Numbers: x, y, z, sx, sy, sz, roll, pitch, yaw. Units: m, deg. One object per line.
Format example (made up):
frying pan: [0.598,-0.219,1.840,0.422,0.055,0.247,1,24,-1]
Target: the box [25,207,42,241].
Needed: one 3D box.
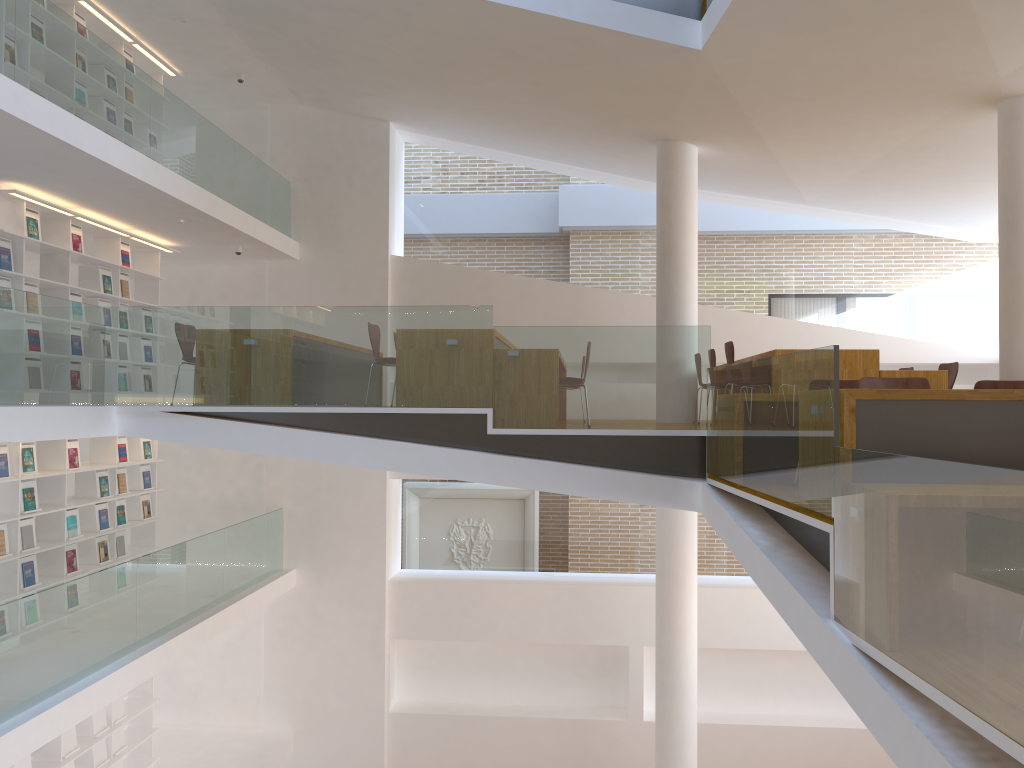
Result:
box: [-4.340,-1.404,7.858,0.274,0.296,0.245,0,-1,5]

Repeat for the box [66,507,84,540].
box: [-4.300,1.329,8.495,0.274,0.296,0.245,0,-1,5]

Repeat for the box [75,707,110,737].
box: [-4.268,3.378,8.985,0.274,0.296,0.245,0,-1,5]

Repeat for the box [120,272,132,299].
box: [-4.214,-1.039,9.445,0.274,0.296,0.245,0,-1,5]

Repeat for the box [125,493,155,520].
box: [-4.184,1.361,9.928,0.274,0.296,0.245,0,-1,5]

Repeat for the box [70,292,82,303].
box: [-4.288,-0.731,8.541,0.274,0.296,0.245,0,-1,5]

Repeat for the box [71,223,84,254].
box: [-4.284,-1.390,8.534,0.274,0.296,0.245,0,-1,5]

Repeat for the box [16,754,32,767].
box: [-4.367,3.349,7.752,0.274,0.296,0.245,0,-1,5]

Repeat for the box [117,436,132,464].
box: [-4.224,0.693,9.406,0.274,0.296,0.245,0,-1,5]

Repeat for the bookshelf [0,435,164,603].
bookshelf: [-4.213,1.349,8.713,0.498,1.836,2.984,0,-1,5]

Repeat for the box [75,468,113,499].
box: [-4.255,1.013,9.038,0.274,0.296,0.245,0,-1,5]

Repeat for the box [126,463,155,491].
box: [-4.184,1.032,9.922,0.274,0.296,0.245,0,-1,5]

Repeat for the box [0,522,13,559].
box: [-4.385,1.304,7.424,0.274,0.296,0.245,0,-1,5]

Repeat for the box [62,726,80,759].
box: [-4.311,3.365,8.449,0.274,0.296,0.245,0,-1,5]

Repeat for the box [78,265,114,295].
box: [-4.243,-1.047,9.085,0.274,0.296,0.245,0,-1,5]

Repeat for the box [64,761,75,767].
box: [-4.314,3.694,8.427,0.274,0.296,0.245,0,-1,5]

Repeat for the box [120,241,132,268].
box: [-4.212,-1.367,9.453,0.274,0.296,0.245,0,-1,5]

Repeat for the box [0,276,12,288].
box: [-4.374,-0.756,7.471,0.274,0.296,0.245,0,-1,5]

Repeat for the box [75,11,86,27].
box: [-4.272,-3.436,8.580,0.274,0.296,0.245,0,-1,5]

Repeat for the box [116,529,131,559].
box: [-4.229,1.678,9.393,0.274,0.296,0.245,0,-1,5]

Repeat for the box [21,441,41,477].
box: [-4.352,0.657,7.812,0.274,0.296,0.245,0,-1,5]

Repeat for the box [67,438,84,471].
box: [-4.295,0.671,8.487,0.274,0.296,0.245,0,-1,5]

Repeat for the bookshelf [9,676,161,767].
bookshelf: [-4.224,3.385,8.668,0.498,1.836,2.984,0,-1,5]

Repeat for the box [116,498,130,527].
box: [-4.228,1.349,9.381,0.274,0.296,0.245,0,-1,5]

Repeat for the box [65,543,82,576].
box: [-4.302,1.657,8.473,0.274,0.296,0.245,0,-1,5]

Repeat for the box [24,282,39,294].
box: [-4.344,-0.747,7.845,0.274,0.296,0.245,0,-1,5]

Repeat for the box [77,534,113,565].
box: [-4.257,1.670,9.037,0.274,0.296,0.245,0,-1,5]

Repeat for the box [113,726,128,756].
box: [-4.240,3.715,9.347,0.274,0.296,0.245,0,-1,5]

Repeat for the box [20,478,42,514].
box: [-4.352,0.980,7.829,0.274,0.296,0.245,0,-1,5]

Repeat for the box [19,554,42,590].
box: [-4.354,1.642,7.830,0.274,0.296,0.245,0,-1,5]

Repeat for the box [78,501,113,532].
box: [-4.257,1.341,9.031,0.274,0.296,0.245,0,-1,5]

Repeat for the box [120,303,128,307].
box: [-4.217,-0.711,9.428,0.274,0.296,0.245,0,-1,5]

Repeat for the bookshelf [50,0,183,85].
bookshelf: [-4.190,-2.757,8.806,0.498,1.836,2.984,0,-1,5]

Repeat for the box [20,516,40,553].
box: [-4.355,1.313,7.798,0.274,0.296,0.245,0,-1,5]

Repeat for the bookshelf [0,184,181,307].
bookshelf: [-4.201,-0.711,8.760,0.498,1.836,2.984,0,-1,5]

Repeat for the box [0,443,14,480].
box: [-4.382,0.650,7.440,0.274,0.296,0.245,0,-1,5]

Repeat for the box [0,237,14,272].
box: [-4.372,-1.085,7.472,0.274,0.296,0.245,0,-1,5]

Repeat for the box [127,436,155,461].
box: [-4.182,0.705,9.930,0.274,0.296,0.245,0,-1,5]

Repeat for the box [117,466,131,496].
box: [-4.226,1.021,9.399,0.274,0.296,0.245,0,-1,5]

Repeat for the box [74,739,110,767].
box: [-4.269,3.707,8.991,0.274,0.296,0.245,0,-1,5]

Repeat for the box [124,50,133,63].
box: [-4.201,-3.413,9.499,0.274,0.296,0.245,0,-1,5]

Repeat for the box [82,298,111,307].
box: [-4.245,-0.719,9.077,0.274,0.296,0.245,0,-1,5]
